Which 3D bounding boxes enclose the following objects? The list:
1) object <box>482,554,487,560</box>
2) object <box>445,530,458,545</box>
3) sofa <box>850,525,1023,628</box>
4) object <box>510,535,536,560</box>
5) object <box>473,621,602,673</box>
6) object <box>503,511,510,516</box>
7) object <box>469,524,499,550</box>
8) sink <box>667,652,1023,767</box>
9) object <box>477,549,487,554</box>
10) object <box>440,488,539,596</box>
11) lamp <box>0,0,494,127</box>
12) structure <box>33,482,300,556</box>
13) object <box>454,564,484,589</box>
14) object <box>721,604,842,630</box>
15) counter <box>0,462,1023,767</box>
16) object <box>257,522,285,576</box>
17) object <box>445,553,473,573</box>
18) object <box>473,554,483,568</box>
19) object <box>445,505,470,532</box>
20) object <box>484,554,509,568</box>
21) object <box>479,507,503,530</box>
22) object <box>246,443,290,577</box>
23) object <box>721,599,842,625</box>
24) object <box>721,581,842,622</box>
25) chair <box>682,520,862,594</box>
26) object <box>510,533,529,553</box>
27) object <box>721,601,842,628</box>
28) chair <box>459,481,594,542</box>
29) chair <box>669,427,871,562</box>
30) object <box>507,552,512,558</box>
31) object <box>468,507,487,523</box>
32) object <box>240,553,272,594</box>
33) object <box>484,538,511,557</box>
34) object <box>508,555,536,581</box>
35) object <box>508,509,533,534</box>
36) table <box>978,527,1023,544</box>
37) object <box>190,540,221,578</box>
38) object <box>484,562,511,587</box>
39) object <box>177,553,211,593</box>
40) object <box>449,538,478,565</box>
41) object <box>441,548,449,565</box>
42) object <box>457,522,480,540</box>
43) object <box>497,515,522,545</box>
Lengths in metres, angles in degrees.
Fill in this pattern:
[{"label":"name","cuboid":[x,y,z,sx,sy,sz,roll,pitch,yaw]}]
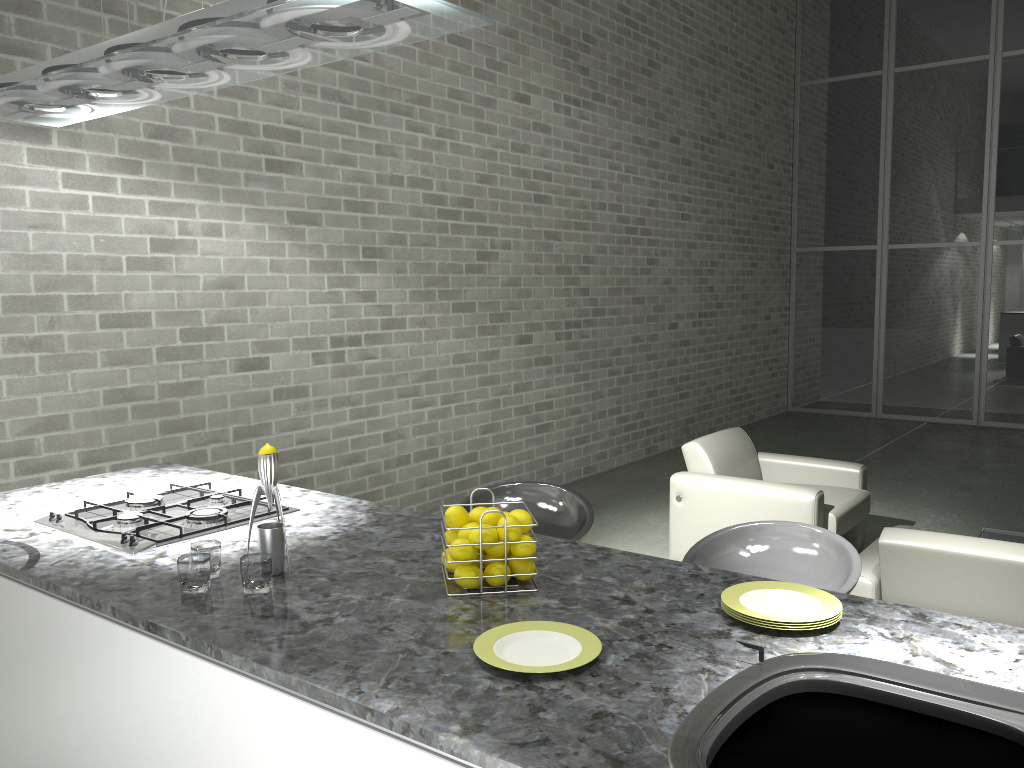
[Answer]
[{"label":"object","cuboid":[-0.037,0.379,1.956,0.051,0.053,0.063,4,8,35]},{"label":"object","cuboid":[-0.116,0.333,1.917,0.061,0.054,0.053,-3,7,-17]},{"label":"sofa","cuboid":[2.304,0.888,3.048,2.114,0.717,0.902,4,8,37]},{"label":"object","cuboid":[0.023,0.337,1.829,0.053,0.051,0.063,-1,6,-4]},{"label":"object","cuboid":[0.043,0.449,1.500,0.217,0.017,0.216,-4,7,-27]},{"label":"object","cuboid":[-0.012,0.306,1.937,0.061,0.052,0.053,5,8,40]},{"label":"object","cuboid":[-0.058,0.313,1.812,0.063,0.051,0.053,-3,7,-17]},{"label":"sink","cuboid":[0.694,0.271,1.032,0.987,1.023,0.546,4,8,37]},{"label":"object","cuboid":[-0.054,0.343,1.923,0.051,0.053,0.062,4,8,35]},{"label":"object","cuboid":[-0.051,0.328,1.884,0.189,0.174,0.207,-2,6,-8]},{"label":"lamp","cuboid":[-0.718,-1.112,1.773,1.490,0.964,0.290,4,8,37]},{"label":"structure","cuboid":[-0.939,0.348,2.428,0.500,0.038,0.500,4,8,37]},{"label":"object","cuboid":[-0.088,0.393,1.813,0.061,0.053,0.053,-3,7,-18]},{"label":"object","cuboid":[0.502,0.426,1.661,0.217,0.017,0.216,-3,7,-20]},{"label":"counter","cuboid":[0.240,0.927,1.597,4.400,0.960,0.900,4,8,37]},{"label":"object","cuboid":[-0.525,0.362,1.941,0.060,0.106,0.060,3,7,30]},{"label":"object","cuboid":[-0.110,0.369,1.856,0.062,0.053,0.052,-4,7,-26]},{"label":"object","cuboid":[-0.092,0.388,1.897,0.061,0.055,0.050,-3,7,-17]},{"label":"object","cuboid":[-0.117,0.287,1.892,0.050,0.060,0.059,3,7,27]},{"label":"object","cuboid":[-0.033,0.379,1.886,0.057,0.060,0.052,3,7,33]},{"label":"object","cuboid":[-0.043,0.286,1.874,0.051,0.053,0.063,3,7,28]},{"label":"object","cuboid":[-0.539,0.272,1.925,0.088,0.288,0.101,-3,7,-23]},{"label":"object","cuboid":[0.502,0.417,1.660,0.217,0.017,0.216,-3,7,-20]},{"label":"object","cuboid":[0.502,0.412,1.659,0.217,0.017,0.216,-3,7,-20]},{"label":"chair","cuboid":[0.670,0.873,2.367,0.464,0.931,0.457,-6,8,-39]},{"label":"object","cuboid":[0.007,0.333,1.889,0.062,0.053,0.052,-1,6,-1]},{"label":"object","cuboid":[0.502,0.421,1.660,0.217,0.017,0.216,-3,7,-20]},{"label":"chair","cuboid":[0.036,0.823,2.886,0.457,0.931,0.464,1,7,18]},{"label":"chair","cuboid":[1.528,0.668,5.136,0.910,0.717,0.963,4,8,37]},{"label":"object","cuboid":[0.001,0.382,1.912,0.074,0.063,0.064,-6,8,-42]},{"label":"object","cuboid":[-0.070,0.294,1.940,0.051,0.053,0.063,5,8,40]},{"label":"object","cuboid":[-0.527,0.392,1.831,0.064,0.070,0.063,-2,6,-15]},{"label":"object","cuboid":[-0.031,0.334,1.848,0.064,0.053,0.051,3,7,30]},{"label":"object","cuboid":[0.021,0.382,1.854,0.060,0.057,0.052,3,7,29]},{"label":"object","cuboid":[0.016,0.290,1.866,0.053,0.051,0.063,-2,6,-15]},{"label":"table","cuboid":[2.664,0.972,4.301,0.820,0.270,0.800,4,8,37]},{"label":"object","cuboid":[-0.664,0.383,1.929,0.064,0.070,0.063,6,9,45]},{"label":"object","cuboid":[-0.030,0.392,1.828,0.053,0.053,0.061,-3,7,-20]},{"label":"object","cuboid":[-0.657,0.393,1.837,0.064,0.070,0.063,-2,6,-15]},{"label":"object","cuboid":[-0.099,0.342,1.810,0.060,0.055,0.053,-3,7,-20]},{"label":"object","cuboid":[-0.124,0.381,1.947,0.062,0.052,0.053,-3,7,-23]},{"label":"object","cuboid":[-0.085,0.319,1.873,0.055,0.051,0.061,2,7,21]},{"label":"object","cuboid":[-0.005,0.299,1.818,0.052,0.060,0.057,1,6,15]}]
